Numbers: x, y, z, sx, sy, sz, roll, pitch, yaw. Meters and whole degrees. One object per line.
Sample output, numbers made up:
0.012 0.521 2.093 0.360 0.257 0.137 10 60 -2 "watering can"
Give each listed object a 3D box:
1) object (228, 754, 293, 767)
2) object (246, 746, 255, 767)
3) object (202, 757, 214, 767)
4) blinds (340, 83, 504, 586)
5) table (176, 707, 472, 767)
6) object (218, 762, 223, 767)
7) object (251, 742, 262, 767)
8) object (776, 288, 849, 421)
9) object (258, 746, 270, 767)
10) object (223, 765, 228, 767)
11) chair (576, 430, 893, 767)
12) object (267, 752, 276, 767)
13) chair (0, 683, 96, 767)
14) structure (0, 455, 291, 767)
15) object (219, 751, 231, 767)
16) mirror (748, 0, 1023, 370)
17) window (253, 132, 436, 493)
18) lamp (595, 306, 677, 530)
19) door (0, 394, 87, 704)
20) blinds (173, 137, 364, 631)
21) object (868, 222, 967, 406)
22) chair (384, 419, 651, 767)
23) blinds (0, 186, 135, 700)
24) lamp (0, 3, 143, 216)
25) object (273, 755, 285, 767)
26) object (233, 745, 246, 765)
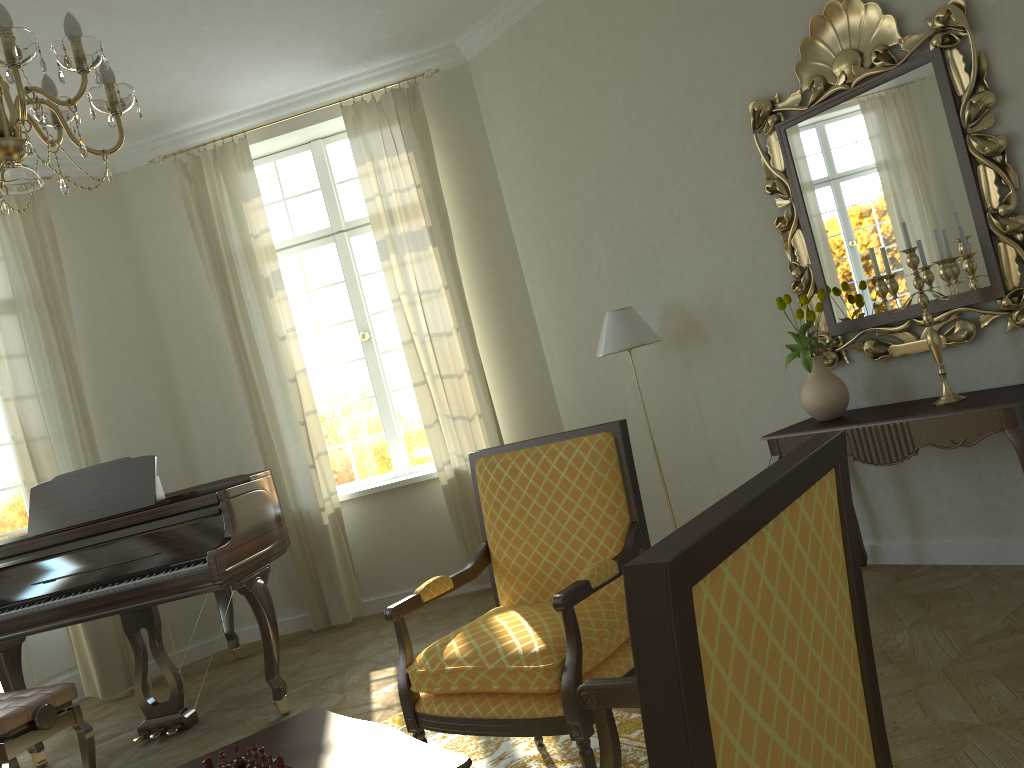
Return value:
-0.715 0.995 2.107 0.360 0.021 0.360 -14 0 -42 "object"
-0.662 0.944 2.246 0.030 0.055 0.030 -15 0 10 "object"
-0.771 0.974 2.251 0.030 0.052 0.030 -15 0 10 "object"
-0.458 -0.297 5.934 0.552 3.381 0.159 -15 0 11 "blinds"
-0.620 1.236 2.080 0.922 0.494 0.932 -14 0 -36 "table"
-0.717 0.960 2.192 0.030 0.050 0.030 -15 0 10 "object"
-0.638 0.930 2.216 0.030 0.069 0.030 -15 0 10 "object"
1.376 -0.133 4.067 0.242 0.609 0.264 -15 0 -7 "object"
-0.612 0.925 2.187 0.030 0.064 0.030 -15 0 10 "object"
-0.693 0.954 2.163 0.030 0.050 0.030 -15 0 10 "object"
0.193 0.709 1.262 0.671 1.083 0.730 -15 0 35 "chair"
-0.585 0.923 2.157 0.030 0.055 0.030 -15 0 10 "object"
-2.076 1.590 3.648 0.638 0.563 0.385 -15 0 23 "chair"
-1.892 1.097 5.027 1.514 1.439 1.856 -15 0 8 "structure"
-0.742 0.967 2.279 0.030 0.050 0.030 -15 0 10 "object"
1.606 -0.915 3.923 0.082 1.612 1.117 -14 0 -37 "mirror"
-1.111 -0.551 6.458 1.400 2.550 0.181 -15 0 8 "window"
0.788 0.338 4.924 0.380 1.552 0.380 -14 0 -42 "lamp"
-3.484 0.871 5.625 1.385 2.690 0.425 -14 0 -37 "door"
-1.657 0.015 6.057 0.554 3.384 0.162 -15 0 13 "blinds"
1.688 -0.294 3.613 0.320 0.757 0.320 -15 0 34 "object"
0.059 0.754 2.820 0.730 1.083 0.671 -15 0 38 "chair"
-2.911 0.342 5.738 0.554 3.386 0.162 -14 0 -42 "blinds"
-1.527 -1.233 2.418 0.662 1.466 0.661 -15 0 23 "lamp"
-0.558 0.917 2.127 0.030 0.052 0.030 -15 0 10 "object"
-0.712 0.963 2.305 0.030 0.044 0.030 -15 0 10 "object"
